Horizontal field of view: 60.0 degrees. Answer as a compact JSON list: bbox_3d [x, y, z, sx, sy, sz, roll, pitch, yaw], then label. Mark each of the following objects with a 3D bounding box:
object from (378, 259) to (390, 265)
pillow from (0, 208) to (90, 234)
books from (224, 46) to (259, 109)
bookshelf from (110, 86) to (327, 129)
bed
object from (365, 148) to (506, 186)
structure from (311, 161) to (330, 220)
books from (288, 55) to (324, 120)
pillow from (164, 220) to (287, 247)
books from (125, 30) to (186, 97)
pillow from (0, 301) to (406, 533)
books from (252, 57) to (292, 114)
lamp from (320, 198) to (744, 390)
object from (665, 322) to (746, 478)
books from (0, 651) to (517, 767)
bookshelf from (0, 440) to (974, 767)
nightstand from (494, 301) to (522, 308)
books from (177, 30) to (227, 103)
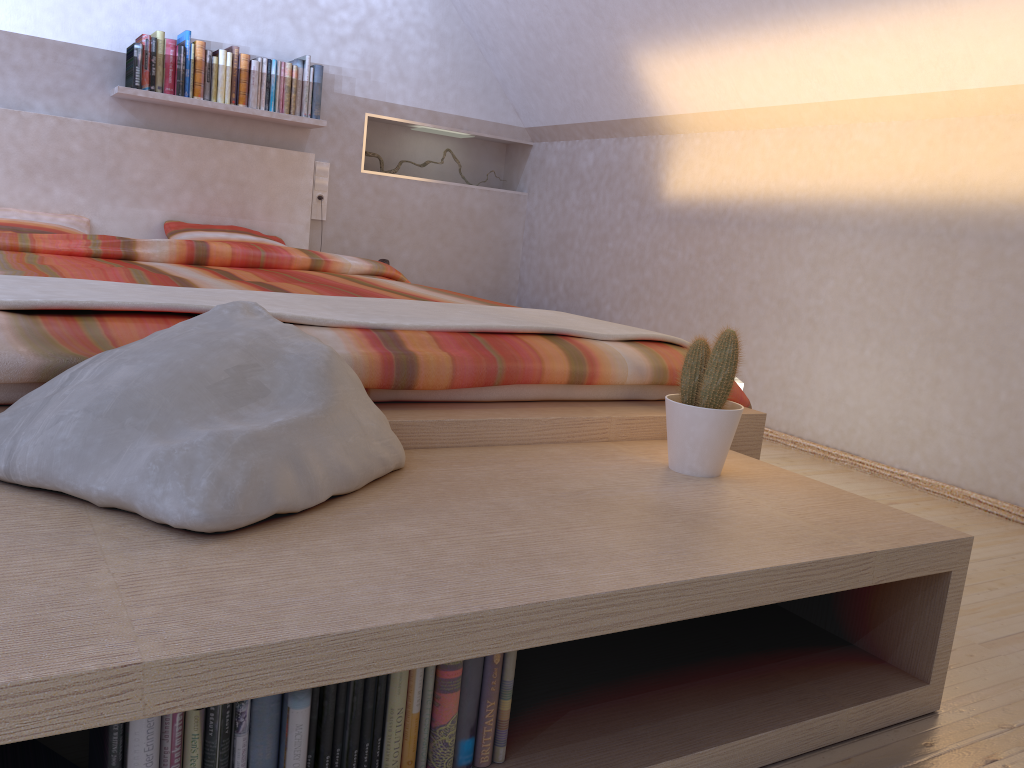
[{"bbox_3d":[-0.654,-0.554,4.539,0.060,0.169,0.079,0,11,-32],"label":"object"},{"bbox_3d":[-1.986,-0.611,3.574,0.572,0.180,0.492,0,11,-32],"label":"pillow"},{"bbox_3d":[-1.259,-1.400,4.065,0.140,0.260,0.209,0,11,-32],"label":"books"},{"bbox_3d":[-1.324,-1.258,4.058,0.916,0.028,0.223,0,11,-32],"label":"bookshelf"},{"bbox_3d":[-0.982,-0.364,2.787,2.087,0.994,3.009,0,11,-32],"label":"bed"},{"bbox_3d":[-0.392,-1.222,4.955,0.905,0.193,0.085,0,11,-32],"label":"object"},{"bbox_3d":[-0.970,-0.974,4.475,0.077,0.286,0.034,0,11,-32],"label":"structure"},{"bbox_3d":[-1.005,-1.410,4.226,0.145,0.281,0.200,0,11,-32],"label":"books"},{"bbox_3d":[-1.231,-0.611,3.985,0.566,0.188,0.497,0,11,-31],"label":"pillow"},{"bbox_3d":[-1.557,-1.400,3.876,0.209,0.260,0.215,0,11,-32],"label":"books"},{"bbox_3d":[-0.446,0.019,1.317,0.470,0.241,0.498,10,10,22],"label":"pillow"},{"bbox_3d":[-1.136,-1.386,4.150,0.159,0.231,0.200,0,11,-32],"label":"books"},{"bbox_3d":[-0.083,-0.310,3.672,0.396,0.788,2.551,-2,13,-41],"label":"lamp"},{"bbox_3d":[0.357,0.025,1.640,0.144,0.294,0.144,5,9,-7],"label":"object"},{"bbox_3d":[-0.305,0.363,0.970,0.652,0.193,0.157,0,11,-32],"label":"books"},{"bbox_3d":[-0.074,0.328,1.320,1.495,0.303,0.643,0,11,-32],"label":"bookshelf"},{"bbox_3d":[-0.255,-0.225,4.469,0.859,0.329,0.847,0,11,-32],"label":"nightstand"},{"bbox_3d":[-1.395,-1.412,3.983,0.178,0.281,0.200,0,11,-32],"label":"books"}]
